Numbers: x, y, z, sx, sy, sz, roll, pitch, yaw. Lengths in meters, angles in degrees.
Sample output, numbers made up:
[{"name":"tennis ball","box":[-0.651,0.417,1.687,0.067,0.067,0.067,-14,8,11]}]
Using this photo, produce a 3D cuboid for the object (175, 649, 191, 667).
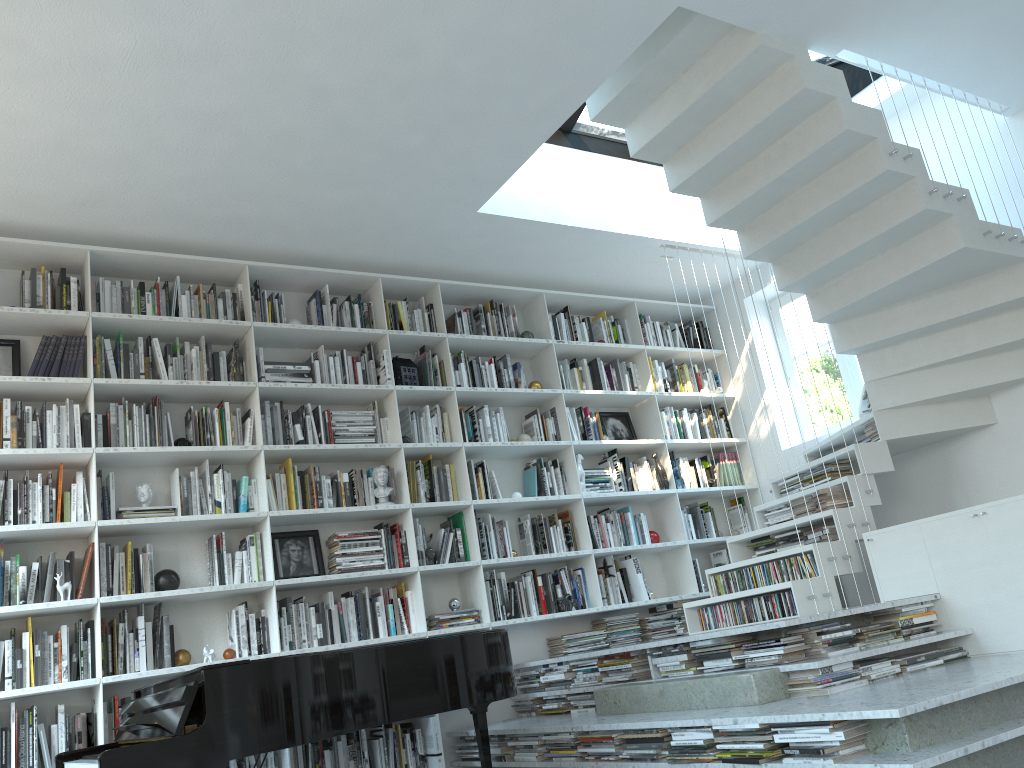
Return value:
[{"name":"object","box":[-1.668,1.387,4.479,0.091,0.091,0.091,-21,-20,32]}]

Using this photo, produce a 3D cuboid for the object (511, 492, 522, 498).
[{"name":"object","box":[0.031,0.740,5.788,0.071,0.072,0.072,-14,-17,14]}]

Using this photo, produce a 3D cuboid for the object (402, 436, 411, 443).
[{"name":"object","box":[-0.658,0.355,5.440,0.071,0.072,0.072,-14,-17,14]}]

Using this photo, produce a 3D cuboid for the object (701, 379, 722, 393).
[{"name":"object","box":[1.550,0.034,6.958,0.203,0.136,0.095,-4,-18,-17]}]

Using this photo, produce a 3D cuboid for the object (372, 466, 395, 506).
[{"name":"object","box":[-0.767,0.610,5.220,0.138,0.243,0.137,-16,-18,21]}]

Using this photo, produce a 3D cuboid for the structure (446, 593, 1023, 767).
[{"name":"structure","box":[1.516,1.575,4.675,2.899,0.657,3.123,1,-20,-32]}]

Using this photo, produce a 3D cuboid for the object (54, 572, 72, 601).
[{"name":"object","box":[-2.116,0.959,4.178,0.044,0.139,0.082,-23,-21,38]}]

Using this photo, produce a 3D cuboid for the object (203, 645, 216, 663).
[{"name":"object","box":[-1.533,1.368,4.491,0.060,0.094,0.078,-5,-17,-16]}]

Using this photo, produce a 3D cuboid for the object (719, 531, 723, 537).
[{"name":"object","box":[1.542,1.136,6.635,0.071,0.072,0.072,-14,-17,14]}]

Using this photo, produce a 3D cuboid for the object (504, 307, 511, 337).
[{"name":"object","box":[-0.058,-0.381,6.263,0.006,0.297,0.130,1,-20,-32]}]

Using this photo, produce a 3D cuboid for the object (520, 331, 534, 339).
[{"name":"object","box":[0.104,-0.320,6.219,0.104,0.105,0.104,-14,-17,14]}]

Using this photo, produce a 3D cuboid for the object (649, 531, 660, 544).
[{"name":"object","box":[0.989,1.099,6.288,0.115,0.116,0.115,-21,-20,32]}]

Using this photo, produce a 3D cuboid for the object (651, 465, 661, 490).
[{"name":"object","box":[1.006,0.717,6.483,0.022,0.211,0.179,1,-20,-32]}]

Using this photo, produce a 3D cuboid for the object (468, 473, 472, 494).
[{"name":"object","box":[-0.300,0.686,5.663,0.013,0.207,0.140,1,-20,-32]}]

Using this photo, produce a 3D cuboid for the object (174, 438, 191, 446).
[{"name":"object","box":[-1.786,0.339,4.798,0.097,0.098,0.097,-14,-17,14]}]

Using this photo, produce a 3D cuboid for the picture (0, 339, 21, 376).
[{"name":"picture","box":[-2.675,-0.099,4.517,0.300,0.299,0.078,1,-20,-32]}]

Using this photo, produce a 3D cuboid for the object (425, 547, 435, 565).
[{"name":"object","box":[-0.478,1.014,5.209,0.054,0.113,0.079,2,-20,-34]}]

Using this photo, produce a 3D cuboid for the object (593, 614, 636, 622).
[{"name":"object","box":[0.684,1.570,5.940,0.254,0.005,0.161,1,-20,-31]}]

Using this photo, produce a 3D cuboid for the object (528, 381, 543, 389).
[{"name":"object","box":[0.161,0.029,6.120,0.100,0.101,0.101,-21,-20,32]}]

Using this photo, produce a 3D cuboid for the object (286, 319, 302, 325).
[{"name":"object","box":[-1.321,-0.341,5.373,0.105,0.105,0.105,-21,-20,32]}]

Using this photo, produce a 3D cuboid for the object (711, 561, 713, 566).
[{"name":"object","box":[1.527,1.403,6.513,0.008,0.231,0.101,1,-20,-32]}]

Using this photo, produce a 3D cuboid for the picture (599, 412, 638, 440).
[{"name":"picture","box":[0.786,0.345,6.571,0.300,0.299,0.078,1,-20,-32]}]

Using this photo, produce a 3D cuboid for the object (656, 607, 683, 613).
[{"name":"object","box":[1.137,1.571,6.181,0.141,0.005,0.260,0,-20,-29]}]

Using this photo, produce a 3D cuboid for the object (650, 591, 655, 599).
[{"name":"object","box":[0.952,1.469,6.140,0.071,0.072,0.072,-14,-17,14]}]

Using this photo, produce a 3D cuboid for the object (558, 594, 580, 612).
[{"name":"object","box":[0.359,1.378,5.589,0.161,0.113,0.065,7,-24,-44]}]

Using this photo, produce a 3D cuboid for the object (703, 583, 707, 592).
[{"name":"object","box":[1.343,1.445,6.277,0.071,0.072,0.072,-14,-17,14]}]

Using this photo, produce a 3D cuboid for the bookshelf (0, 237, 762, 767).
[{"name":"bookshelf","box":[-0.838,0.833,5.178,6.297,3.132,0.331,1,-20,-32]}]

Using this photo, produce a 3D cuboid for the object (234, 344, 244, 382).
[{"name":"object","box":[-1.539,-0.107,5.012,0.075,0.254,0.075,-21,-20,33]}]

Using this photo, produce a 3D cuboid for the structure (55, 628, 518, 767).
[{"name":"structure","box":[-0.727,1.532,3.627,1.918,0.830,1.339,1,-20,-32]}]

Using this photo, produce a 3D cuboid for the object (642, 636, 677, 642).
[{"name":"object","box":[1.024,1.749,6.091,0.328,0.008,0.208,2,-20,-32]}]

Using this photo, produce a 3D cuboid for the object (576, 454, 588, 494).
[{"name":"object","box":[0.461,0.614,5.976,0.087,0.287,0.075,-10,-17,1]}]

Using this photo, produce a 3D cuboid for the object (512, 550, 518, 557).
[{"name":"object","box":[0.000,1.097,5.665,0.071,0.072,0.072,-14,-17,14]}]

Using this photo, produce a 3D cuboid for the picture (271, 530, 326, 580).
[{"name":"picture","box":[-1.220,0.978,5.015,0.300,0.299,0.078,1,-20,-32]}]

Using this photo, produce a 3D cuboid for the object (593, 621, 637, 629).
[{"name":"object","box":[0.687,1.612,5.928,0.254,0.005,0.161,2,-20,-32]}]

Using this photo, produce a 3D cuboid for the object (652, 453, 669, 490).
[{"name":"object","box":[1.069,0.637,6.383,0.087,0.287,0.075,-10,-17,1]}]

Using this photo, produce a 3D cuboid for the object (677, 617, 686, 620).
[{"name":"object","box":[1.159,1.638,6.168,0.134,0.015,0.199,2,-20,-32]}]

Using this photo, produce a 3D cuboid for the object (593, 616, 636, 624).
[{"name":"object","box":[0.684,1.581,5.939,0.254,0.005,0.161,2,-20,-32]}]

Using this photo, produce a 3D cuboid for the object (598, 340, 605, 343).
[{"name":"object","box":[0.660,-0.290,6.565,0.071,0.072,0.072,-14,-17,14]}]

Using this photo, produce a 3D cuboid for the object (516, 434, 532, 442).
[{"name":"object","box":[0.083,0.394,6.022,0.112,0.112,0.112,-21,-20,32]}]

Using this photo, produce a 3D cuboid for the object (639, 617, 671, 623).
[{"name":"object","box":[1.002,1.627,6.127,0.328,0.008,0.208,2,-20,-32]}]

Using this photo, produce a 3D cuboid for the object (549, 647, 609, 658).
[{"name":"object","box":[0.433,1.729,5.700,0.346,0.007,0.194,4,-22,-37]}]

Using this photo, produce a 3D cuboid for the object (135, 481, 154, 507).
[{"name":"object","box":[-1.928,0.587,4.654,0.095,0.156,0.121,-4,-18,-19]}]

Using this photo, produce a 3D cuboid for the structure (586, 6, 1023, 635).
[{"name":"structure","box":[1.553,-0.146,4.924,2.614,3.370,1.960,1,-20,-32]}]

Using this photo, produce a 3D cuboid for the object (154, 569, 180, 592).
[{"name":"object","box":[-1.773,1.018,4.551,0.134,0.135,0.134,-14,-17,14]}]

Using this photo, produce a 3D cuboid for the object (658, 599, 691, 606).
[{"name":"object","box":[1.140,1.529,6.201,0.130,0.015,0.210,2,-21,-33]}]

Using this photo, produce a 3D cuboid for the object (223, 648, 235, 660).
[{"name":"object","box":[-1.454,1.392,4.562,0.061,0.062,0.061,-14,-17,14]}]

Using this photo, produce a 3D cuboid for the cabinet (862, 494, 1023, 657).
[{"name":"cabinet","box":[2.353,0.939,4.299,0.551,0.665,0.996,1,-20,-32]}]

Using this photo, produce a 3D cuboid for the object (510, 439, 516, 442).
[{"name":"object","box":[0.001,0.404,5.935,0.068,0.068,0.068,-21,-20,32]}]

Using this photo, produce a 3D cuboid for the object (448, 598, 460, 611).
[{"name":"object","box":[-0.341,1.306,5.253,0.071,0.072,0.072,-14,-17,14]}]

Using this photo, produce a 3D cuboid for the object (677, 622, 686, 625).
[{"name":"object","box":[1.159,1.668,6.156,0.132,0.007,0.295,0,-20,-29]}]

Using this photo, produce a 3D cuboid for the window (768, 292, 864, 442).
[{"name":"window","box":[2.417,-0.264,6.467,0.042,1.222,1.121,1,-20,-32]}]

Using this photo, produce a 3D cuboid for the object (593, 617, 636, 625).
[{"name":"object","box":[0.685,1.587,5.937,0.254,0.005,0.161,2,-20,-32]}]

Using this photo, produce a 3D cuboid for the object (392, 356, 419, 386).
[{"name":"object","box":[-0.686,-0.058,5.627,0.135,0.247,0.136,6,-23,-42]}]

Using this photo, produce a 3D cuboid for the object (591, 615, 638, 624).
[{"name":"object","box":[0.683,1.577,5.941,0.285,0.005,0.160,2,-20,-32]}]

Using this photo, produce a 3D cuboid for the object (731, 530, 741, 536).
[{"name":"object","box":[1.714,1.155,6.789,0.071,0.072,0.072,-14,-17,14]}]

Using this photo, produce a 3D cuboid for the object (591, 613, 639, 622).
[{"name":"object","box":[0.687,1.562,5.934,0.285,0.005,0.160,0,-19,-28]}]

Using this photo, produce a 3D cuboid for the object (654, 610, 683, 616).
[{"name":"object","box":[1.142,1.587,6.178,0.144,0.004,0.296,2,-21,-34]}]

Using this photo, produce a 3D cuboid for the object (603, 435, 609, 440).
[{"name":"object","box":[0.653,0.409,6.350,0.091,0.092,0.092,-14,-17,14]}]
